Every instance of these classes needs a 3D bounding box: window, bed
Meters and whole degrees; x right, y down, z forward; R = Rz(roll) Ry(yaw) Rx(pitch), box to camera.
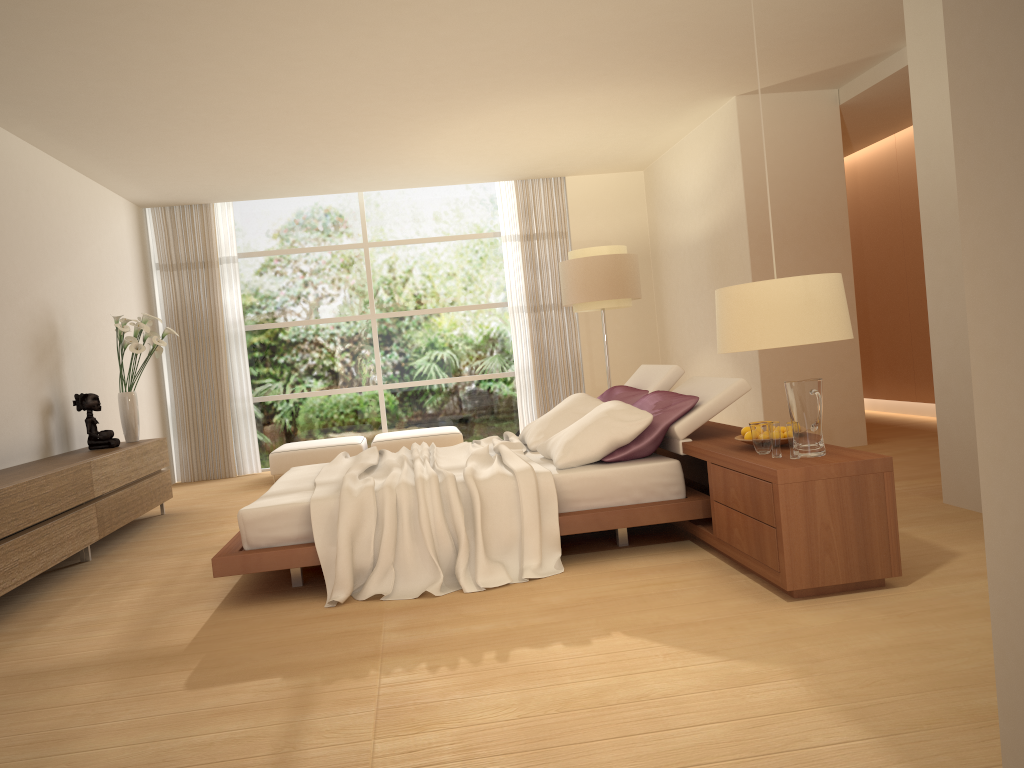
[{"bbox_3d":[-1.647,-0.798,10.509,4.781,3.371,0.071,-6,2,-7],"label":"window"},{"bbox_3d":[-0.324,0.663,5.439,2.535,0.570,2.599,-6,2,-7],"label":"bed"}]

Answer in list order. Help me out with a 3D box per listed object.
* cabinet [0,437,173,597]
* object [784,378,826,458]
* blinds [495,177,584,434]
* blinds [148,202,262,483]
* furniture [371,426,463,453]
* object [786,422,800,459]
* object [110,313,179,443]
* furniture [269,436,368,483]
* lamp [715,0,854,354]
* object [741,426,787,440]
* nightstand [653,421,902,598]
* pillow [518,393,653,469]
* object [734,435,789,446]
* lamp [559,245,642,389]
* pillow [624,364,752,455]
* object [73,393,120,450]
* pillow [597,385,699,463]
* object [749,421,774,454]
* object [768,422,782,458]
[{"bbox_3d":[-3.051,0.867,5.856,0.588,0.662,3.713,-6,2,-7],"label":"cabinet"},{"bbox_3d":[1.274,0.145,3.811,0.159,0.328,0.227,-7,3,-38],"label":"object"},{"bbox_3d":[0.347,-0.981,10.427,0.814,3.351,0.202,-6,2,-8],"label":"blinds"},{"bbox_3d":[-3.498,-0.592,10.038,0.950,3.352,0.211,-6,2,-8],"label":"blinds"},{"bbox_3d":[-1.024,0.691,9.643,0.965,0.346,0.964,-6,2,-7],"label":"furniture"},{"bbox_3d":[1.198,0.241,3.773,0.052,0.154,0.052,-5,2,12],"label":"object"},{"bbox_3d":[-3.111,-0.067,7.484,0.608,1.085,0.515,-4,3,41],"label":"object"},{"bbox_3d":[-2.048,0.795,9.526,0.965,0.346,0.964,-6,2,-7],"label":"furniture"},{"bbox_3d":[0.821,-1.318,3.012,0.451,2.399,0.451,-6,2,-8],"label":"lamp"},{"bbox_3d":[1.230,0.244,4.260,0.230,0.084,0.259,-7,3,-37],"label":"object"},{"bbox_3d":[1.072,0.534,5.654,0.493,0.539,4.220,-6,2,-7],"label":"nightstand"},{"bbox_3d":[0.392,0.263,5.554,0.561,0.339,1.720,-6,2,-7],"label":"pillow"},{"bbox_3d":[1.240,0.271,4.245,0.337,0.053,0.337,-5,2,7],"label":"object"},{"bbox_3d":[0.928,-0.303,8.667,0.817,2.018,0.817,-4,3,36],"label":"lamp"},{"bbox_3d":[0.973,0.116,5.635,0.461,0.457,1.779,-6,2,-7],"label":"pillow"},{"bbox_3d":[-3.263,0.287,6.977,0.282,0.453,0.181,-6,2,-7],"label":"object"},{"bbox_3d":[0.657,0.221,5.591,0.575,0.369,1.683,-6,2,-7],"label":"pillow"},{"bbox_3d":[1.133,0.244,4.011,0.110,0.141,0.110,-4,3,36],"label":"object"},{"bbox_3d":[1.145,0.243,3.856,0.052,0.154,0.052,-5,2,12],"label":"object"}]
